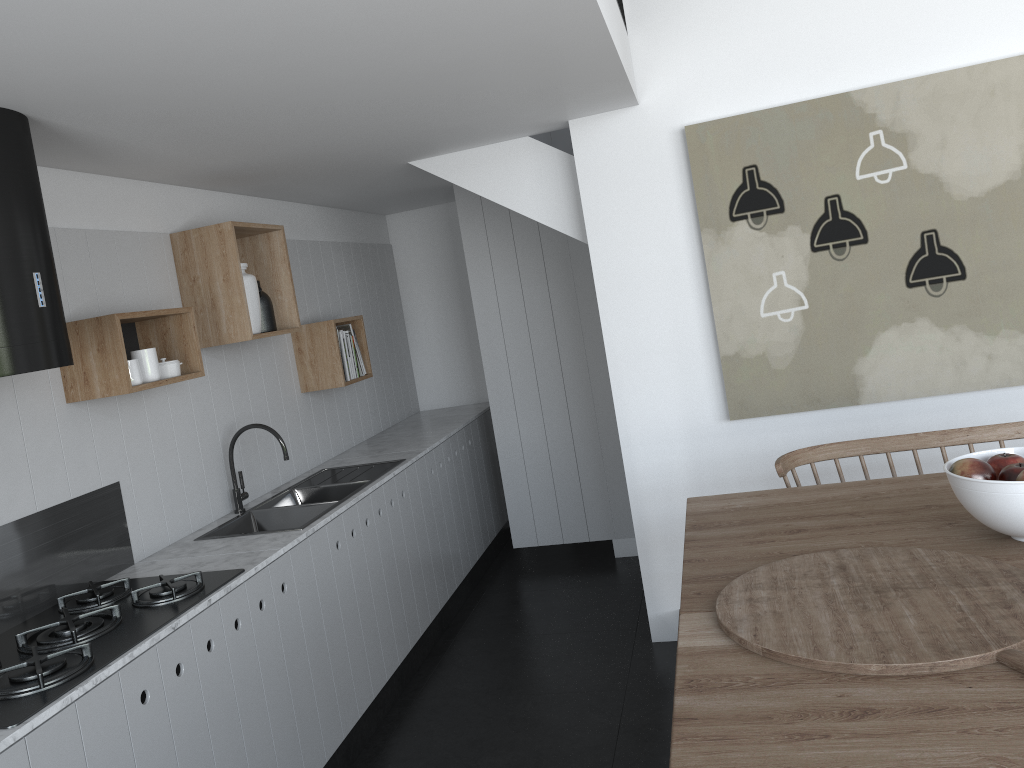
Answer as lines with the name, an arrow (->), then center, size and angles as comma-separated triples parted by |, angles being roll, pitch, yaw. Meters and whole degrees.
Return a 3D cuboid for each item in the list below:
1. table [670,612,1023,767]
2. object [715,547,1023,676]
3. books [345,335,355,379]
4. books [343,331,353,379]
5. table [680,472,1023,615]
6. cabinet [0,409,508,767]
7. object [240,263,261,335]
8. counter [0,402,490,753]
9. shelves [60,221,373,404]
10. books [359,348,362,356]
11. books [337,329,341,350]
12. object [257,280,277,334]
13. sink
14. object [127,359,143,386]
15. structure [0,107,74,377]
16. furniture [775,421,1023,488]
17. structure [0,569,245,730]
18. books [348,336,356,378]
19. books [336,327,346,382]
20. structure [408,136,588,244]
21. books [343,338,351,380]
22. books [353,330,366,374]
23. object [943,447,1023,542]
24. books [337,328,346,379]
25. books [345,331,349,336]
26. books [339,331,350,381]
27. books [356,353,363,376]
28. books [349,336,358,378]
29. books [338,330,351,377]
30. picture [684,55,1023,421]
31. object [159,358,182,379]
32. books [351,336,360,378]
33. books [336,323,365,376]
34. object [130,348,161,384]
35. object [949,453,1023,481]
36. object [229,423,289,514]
table -> 1.301, 0.771, 1.130 | 2.068, 0.748, 0.927 | -8, 5, 15
object -> 0.736, 0.419, 1.691 | 0.694, 0.023, 0.585 | -5, 7, 37
books -> -0.916, -0.133, 4.650 | 0.151, 0.234, 0.015 | -9, 2, 16
books -> -0.932, -0.140, 4.637 | 0.165, 0.256, 0.014 | -9, 2, 16
table -> 1.494, 0.645, 2.030 | 2.068, 0.748, 0.927 | -8, 5, 15
cabinet -> -0.672, 0.917, 3.176 | 0.010, 0.745, 6.068 | -9, 6, 13
object -> -1.177, -0.345, 3.719 | 0.226, 0.301, 0.231 | -10, 4, -13
counter -> -1.010, 0.576, 3.237 | 0.586, 0.020, 6.071 | -8, 6, 13
shelves -> -1.292, -0.179, 3.144 | 0.304, 0.795, 3.546 | -9, 6, 13
books -> -0.883, -0.153, 4.776 | 0.145, 0.221, 0.068 | -9, 3, 15
books -> -0.976, -0.136, 4.551 | 0.222, 0.281, 0.013 | -9, 2, 16
object -> -1.137, -0.339, 3.926 | 0.154, 0.235, 0.158 | -9, 3, 12
sink -> -0.843, 0.557, 3.822 | 0.458, 0.166, 1.166 | -8, 6, 13
object -> -1.267, -0.033, 2.917 | 0.082, 0.088, 0.085 | -13, 5, -39
structure -> -1.456, -0.440, 2.328 | 0.406, 0.867, 0.423 | -11, 3, -29
furniture -> 1.527, 0.557, 2.524 | 1.378, 0.809, 0.539 | -8, 4, 15
structure -> -1.204, 0.664, 2.378 | 0.561, 0.048, 0.974 | -8, 6, 14
books -> -0.906, -0.132, 4.661 | 0.145, 0.226, 0.011 | -9, 2, 16
books -> -0.972, -0.137, 4.531 | 0.209, 0.285, 0.021 | -9, 2, 16
structure -> 1.348, -0.321, 4.248 | 3.651, 2.625, 1.045 | -8, 3, 15
books -> -0.927, -0.118, 4.595 | 0.154, 0.219, 0.018 | -9, 2, 16
books -> -0.884, -0.162, 4.761 | 0.144, 0.248, 0.075 | -9, 3, 15
object -> 1.132, 0.253, 1.933 | 0.318, 0.164, 0.313 | -9, 5, 11
books -> -0.981, -0.137, 4.564 | 0.230, 0.280, 0.010 | -9, 2, 16
books -> -0.911, -0.146, 4.673 | 0.144, 0.253, 0.011 | -9, 2, 16
books -> -0.933, -0.132, 4.564 | 0.165, 0.256, 0.014 | -9, 2, 16
books -> -0.895, -0.136, 4.737 | 0.145, 0.221, 0.069 | -9, 3, 15
books -> -0.899, -0.134, 4.682 | 0.145, 0.228, 0.011 | -9, 2, 16
books -> -0.938, -0.141, 4.618 | 0.163, 0.263, 0.025 | -9, 2, 16
picture -> 1.432, -0.540, 3.465 | 1.314, 1.216, 0.059 | -8, 2, 16
object -> -1.242, -0.057, 3.160 | 0.108, 0.073, 0.130 | -10, 5, -7
books -> -0.893, -0.135, 4.693 | 0.144, 0.223, 0.014 | -9, 2, 16
books -> -0.900, -0.173, 4.742 | 0.159, 0.289, 0.096 | -9, 3, 15
object -> -1.248, -0.061, 3.013 | 0.086, 0.115, 0.085 | -9, 4, 14
object -> 1.133, 0.231, 1.932 | 0.232, 0.167, 0.256 | -12, 5, -25
object -> -1.049, 0.347, 3.694 | 0.293, 0.374, 0.089 | -9, 3, 15
